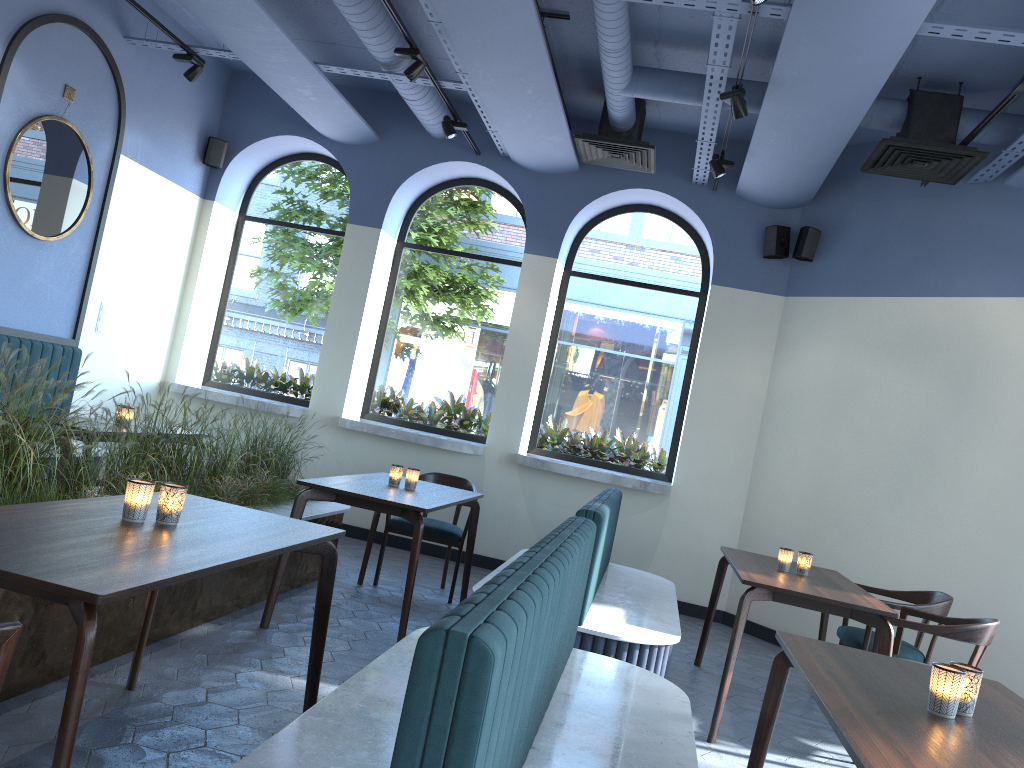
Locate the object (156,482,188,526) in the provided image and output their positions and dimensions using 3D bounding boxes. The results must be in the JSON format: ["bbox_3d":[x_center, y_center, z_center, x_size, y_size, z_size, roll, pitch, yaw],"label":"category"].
[{"bbox_3d":[-1.035,0.364,2.690,0.078,0.120,0.078,12,-2,-7],"label":"object"}]

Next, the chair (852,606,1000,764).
[{"bbox_3d":[1.998,1.466,4.295,0.525,0.793,0.618,10,-3,34],"label":"chair"}]

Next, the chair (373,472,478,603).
[{"bbox_3d":[-0.557,1.023,6.107,0.618,0.793,0.525,11,-2,9],"label":"chair"}]

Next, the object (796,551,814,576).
[{"bbox_3d":[1.585,0.975,4.813,0.078,0.120,0.078,10,-2,27],"label":"object"}]

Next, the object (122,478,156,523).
[{"bbox_3d":[-1.110,0.346,2.630,0.078,0.120,0.078,12,-2,-7],"label":"object"}]

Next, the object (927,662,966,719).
[{"bbox_3d":[1.093,0.774,2.238,0.078,0.120,0.078,12,-2,-7],"label":"object"}]

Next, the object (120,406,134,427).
[{"bbox_3d":[-2.375,0.203,5.466,0.078,0.120,0.078,12,-2,-7],"label":"object"}]

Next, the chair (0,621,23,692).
[{"bbox_3d":[-1.311,0.690,1.506,0.618,0.793,0.525,11,-2,9],"label":"chair"}]

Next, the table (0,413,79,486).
[{"bbox_3d":[-2.721,0.527,4.130,0.548,0.755,1.332,11,-2,10],"label":"table"}]

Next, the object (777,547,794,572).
[{"bbox_3d":[1.482,0.954,4.815,0.078,0.120,0.078,10,-2,27],"label":"object"}]

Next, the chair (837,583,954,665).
[{"bbox_3d":[2.109,1.515,4.970,0.525,0.793,0.618,11,-2,9],"label":"chair"}]

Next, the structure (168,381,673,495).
[{"bbox_3d":[1.957,0.836,3.152,4.315,0.080,14.155,13,-3,-29],"label":"structure"}]

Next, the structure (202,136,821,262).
[{"bbox_3d":[-0.497,-1.887,1.742,7.261,0.268,13.143,12,-2,-7],"label":"structure"}]

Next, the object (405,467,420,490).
[{"bbox_3d":[-0.582,0.552,5.157,0.078,0.120,0.078,10,-2,27],"label":"object"}]

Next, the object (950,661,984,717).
[{"bbox_3d":[1.168,0.792,2.298,0.078,0.120,0.078,12,-2,-7],"label":"object"}]

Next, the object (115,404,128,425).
[{"bbox_3d":[-2.435,0.194,5.543,0.078,0.120,0.078,12,-2,-7],"label":"object"}]

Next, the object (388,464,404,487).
[{"bbox_3d":[-0.678,0.533,5.168,0.078,0.120,0.078,10,-2,27],"label":"object"}]

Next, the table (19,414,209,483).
[{"bbox_3d":[-2.495,0.627,5.508,0.548,0.755,1.332,11,-2,10],"label":"table"}]

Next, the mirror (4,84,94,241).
[{"bbox_3d":[-3.454,-1.660,4.437,0.026,1.089,4.357,11,-2,10],"label":"mirror"}]

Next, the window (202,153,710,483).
[{"bbox_3d":[2.378,-0.325,3.322,3.897,2.394,14.212,13,-3,-29],"label":"window"}]

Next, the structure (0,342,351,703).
[{"bbox_3d":[-1.879,0.462,4.024,1.143,1.207,4.878,11,-2,11],"label":"structure"}]

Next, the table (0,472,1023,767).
[{"bbox_3d":[0.447,1.047,1.151,3.997,0.755,9.778,12,-2,-6],"label":"table"}]

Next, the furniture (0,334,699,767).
[{"bbox_3d":[-1.555,0.554,3.964,4.703,1.150,4.800,11,-2,10],"label":"furniture"}]
